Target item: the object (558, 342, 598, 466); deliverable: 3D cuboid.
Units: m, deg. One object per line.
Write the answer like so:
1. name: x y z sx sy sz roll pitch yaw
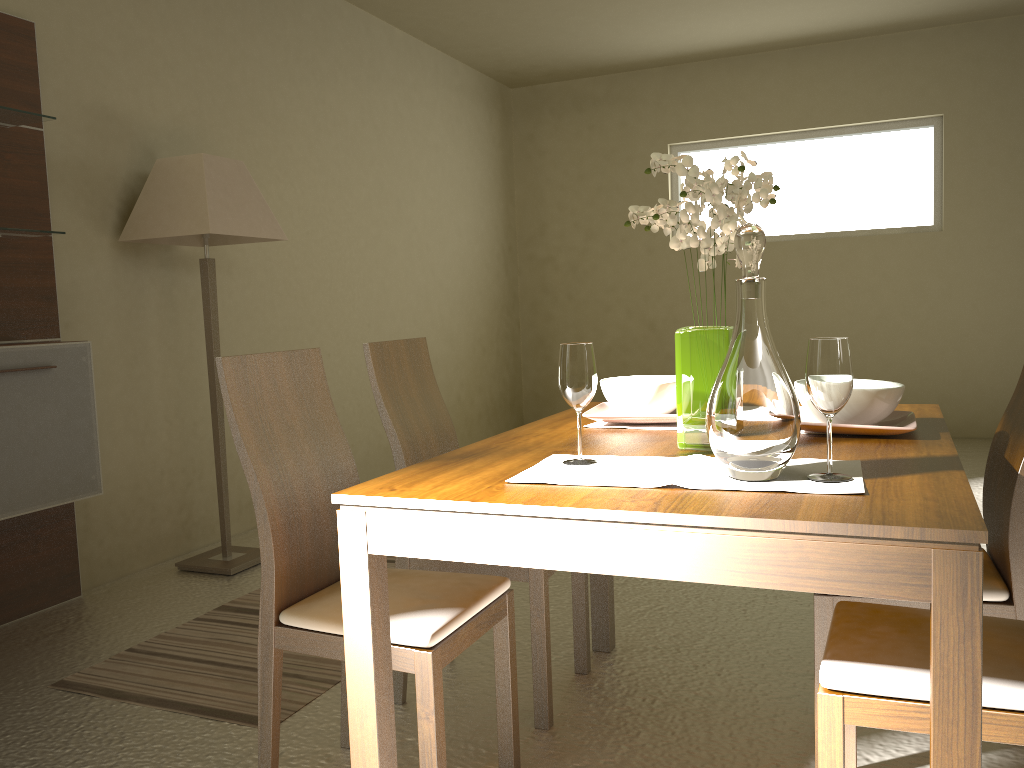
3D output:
1. object: 0.128 0.037 1.708 0.075 0.232 0.075 -4 5 -18

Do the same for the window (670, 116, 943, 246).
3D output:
1. window: 2.274 -1.552 7.003 2.025 0.848 0.100 0 5 23

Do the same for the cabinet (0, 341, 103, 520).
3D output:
1. cabinet: -2.147 0.241 2.188 0.372 0.570 2.463 0 5 23

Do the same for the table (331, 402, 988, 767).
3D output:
1. table: 0.442 0.515 2.007 1.000 0.790 1.411 0 5 23

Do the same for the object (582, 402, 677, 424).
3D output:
1. object: 0.345 0.077 2.278 0.283 0.033 0.283 -1 5 17

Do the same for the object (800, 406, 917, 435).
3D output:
1. object: 0.757 0.087 2.002 0.283 0.041 0.283 0 5 23

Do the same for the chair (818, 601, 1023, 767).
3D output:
1. chair: 0.819 0.426 1.551 0.507 1.017 0.404 0 5 24

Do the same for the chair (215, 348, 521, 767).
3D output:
1. chair: -0.310 0.432 1.992 0.507 1.017 0.404 0 5 23

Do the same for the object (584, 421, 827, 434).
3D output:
1. object: 0.506 0.092 2.222 0.589 0.010 0.287 0 6 27

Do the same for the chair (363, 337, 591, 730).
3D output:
1. chair: -0.089 0.376 2.537 0.507 1.017 0.404 0 5 21

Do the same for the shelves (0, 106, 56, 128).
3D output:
1. shelves: -2.242 -0.840 2.117 0.255 0.008 2.463 0 5 23

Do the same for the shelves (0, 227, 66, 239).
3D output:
1. shelves: -2.226 -0.433 2.152 0.255 0.008 2.463 0 5 23

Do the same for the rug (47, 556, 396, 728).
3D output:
1. rug: -0.710 0.846 3.266 0.843 0.010 1.613 0 5 24

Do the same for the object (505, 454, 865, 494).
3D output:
1. object: 0.313 0.154 1.591 0.589 0.010 0.287 0 5 20

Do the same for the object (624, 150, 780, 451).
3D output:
1. object: 0.395 -0.169 1.833 0.304 0.608 0.302 0 6 27

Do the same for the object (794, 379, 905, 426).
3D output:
1. object: 0.758 0.047 1.997 0.232 0.107 0.233 1 6 35

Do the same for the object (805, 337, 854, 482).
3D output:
1. object: 0.522 0.040 1.459 0.075 0.232 0.075 -4 5 -18

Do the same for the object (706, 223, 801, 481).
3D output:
1. object: 0.403 -0.055 1.490 0.156 0.426 0.156 -5 5 -25

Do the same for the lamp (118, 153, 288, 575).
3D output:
1. lamp: -1.312 -0.081 3.911 0.499 1.782 0.499 0 5 23

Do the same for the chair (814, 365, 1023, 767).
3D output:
1. chair: 0.970 0.377 2.054 0.507 1.017 0.404 0 5 20

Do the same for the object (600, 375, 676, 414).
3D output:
1. object: 0.344 0.037 2.274 0.233 0.101 0.233 -1 5 12
